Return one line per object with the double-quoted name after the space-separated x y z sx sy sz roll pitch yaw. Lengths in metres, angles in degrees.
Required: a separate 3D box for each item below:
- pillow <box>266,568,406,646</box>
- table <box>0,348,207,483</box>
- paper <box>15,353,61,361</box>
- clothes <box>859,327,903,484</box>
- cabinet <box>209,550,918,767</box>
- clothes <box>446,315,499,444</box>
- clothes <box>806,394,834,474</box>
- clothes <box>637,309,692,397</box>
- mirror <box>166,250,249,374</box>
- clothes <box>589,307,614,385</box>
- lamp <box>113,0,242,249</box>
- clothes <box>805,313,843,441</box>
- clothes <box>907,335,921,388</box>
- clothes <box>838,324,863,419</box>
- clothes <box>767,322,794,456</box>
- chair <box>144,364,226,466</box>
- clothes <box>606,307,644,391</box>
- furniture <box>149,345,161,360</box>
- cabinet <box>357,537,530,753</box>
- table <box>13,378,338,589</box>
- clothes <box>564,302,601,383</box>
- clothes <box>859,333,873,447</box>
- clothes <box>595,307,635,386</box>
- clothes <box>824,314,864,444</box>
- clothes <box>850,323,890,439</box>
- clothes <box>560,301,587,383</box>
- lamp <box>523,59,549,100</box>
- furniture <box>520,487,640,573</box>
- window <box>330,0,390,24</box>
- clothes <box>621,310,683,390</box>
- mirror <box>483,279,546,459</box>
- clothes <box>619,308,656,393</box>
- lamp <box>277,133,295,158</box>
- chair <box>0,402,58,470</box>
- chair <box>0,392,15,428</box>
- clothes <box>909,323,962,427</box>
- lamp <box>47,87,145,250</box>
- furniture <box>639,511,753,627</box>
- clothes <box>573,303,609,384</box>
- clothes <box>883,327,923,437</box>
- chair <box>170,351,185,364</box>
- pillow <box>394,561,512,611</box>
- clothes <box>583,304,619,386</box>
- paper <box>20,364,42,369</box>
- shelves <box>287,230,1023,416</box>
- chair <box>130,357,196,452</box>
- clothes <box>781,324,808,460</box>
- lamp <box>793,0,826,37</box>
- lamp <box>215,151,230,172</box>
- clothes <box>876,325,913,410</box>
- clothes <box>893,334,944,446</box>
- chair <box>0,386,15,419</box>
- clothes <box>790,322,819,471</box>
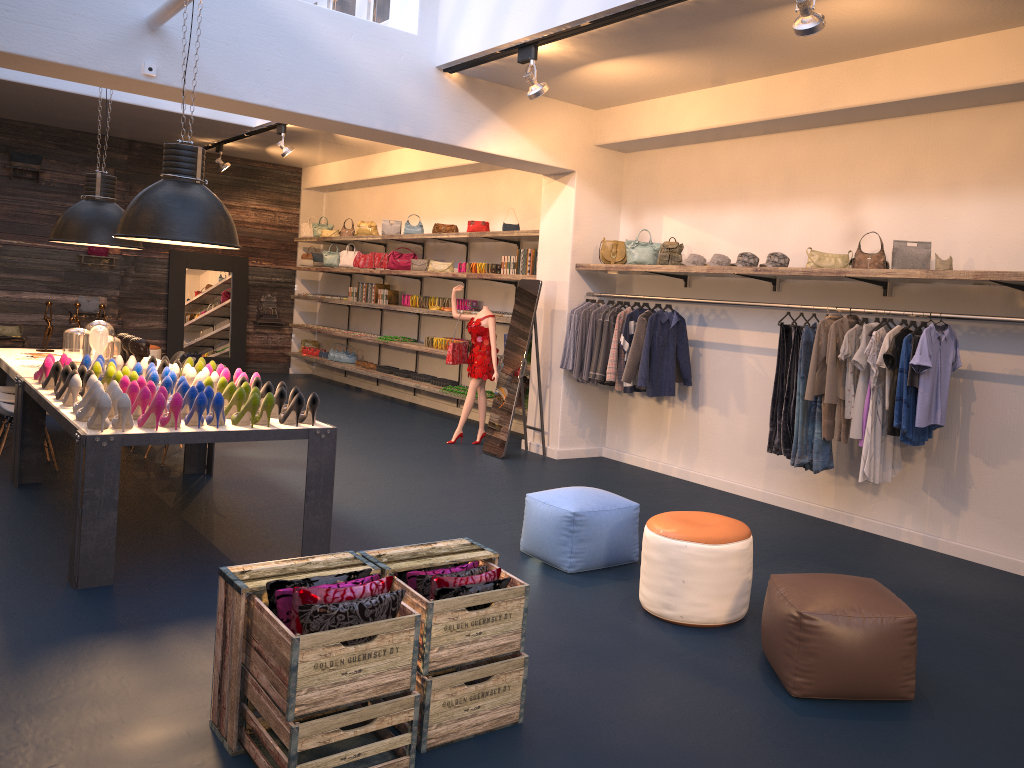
-0.604 0.789 2.843 0.386 0.348 0.402 2 4 -37 "pillow"
-3.603 0.182 7.382 1.337 0.738 2.343 1 6 -37 "table"
-4.042 -0.237 7.465 0.357 0.014 0.674 2 6 -27 "paper"
2.635 0.155 6.108 0.541 1.108 0.120 3 2 -39 "clothes"
0.403 0.976 3.392 2.986 0.547 0.699 2 4 -25 "cabinet"
-0.356 -0.052 9.123 0.321 1.383 0.497 5 2 40 "clothes"
2.334 0.104 6.564 0.222 1.135 0.217 4 1 -30 "clothes"
1.394 -0.280 7.840 0.730 0.795 0.162 2 2 -38 "clothes"
-4.853 -1.126 13.864 1.251 1.915 0.247 3 2 -38 "mirror"
1.018 -0.361 8.326 0.710 0.753 0.118 2 2 -36 "clothes"
-2.001 -1.687 5.347 0.643 1.644 0.757 6 2 44 "lamp"
2.387 -0.052 6.449 0.564 0.946 0.170 3 2 -42 "clothes"
2.782 -0.145 5.874 0.494 0.370 0.127 1 3 -39 "clothes"
2.529 -0.084 6.250 0.594 0.685 0.107 2 2 -39 "clothes"
2.110 0.040 6.798 0.248 1.046 0.136 3 1 -38 "clothes"
-2.718 0.234 7.254 0.589 0.800 0.429 2 3 -43 "chair"
1.156 -0.330 8.164 0.730 0.795 0.162 2 2 -38 "clothes"
-5.454 -0.338 12.668 0.626 0.479 0.536 2 4 -34 "furniture"
-0.254 0.938 3.239 0.509 0.547 0.513 2 4 -37 "cabinet"
-2.223 0.472 5.485 1.337 0.738 2.343 1 6 -37 "table"
0.751 -0.412 8.647 0.586 0.814 0.112 2 2 -38 "clothes"
2.602 0.074 6.149 0.357 0.875 0.085 3 1 -37 "clothes"
1.071 -0.350 8.253 0.710 0.753 0.118 2 2 -36 "clothes"
2.442 -0.040 6.364 0.564 0.946 0.170 3 2 -42 "clothes"
2.576 -0.022 6.186 0.553 0.830 0.130 3 2 -35 "clothes"
0.715 -0.420 8.697 0.586 0.814 0.112 2 2 -38 "clothes"
0.166 -2.323 6.678 0.248 0.327 0.175 4 2 -10 "lamp"
0.424 0.855 5.327 0.702 0.422 0.597 1 5 -38 "furniture"
-2.019 -3.572 5.529 4.856 0.650 10.441 1 7 -36 "window"
1.309 -0.307 7.959 0.761 0.734 0.160 2 3 -39 "clothes"
0.083 -0.171 8.689 0.565 1.763 0.465 3 2 -37 "mirror"
1.213 -0.309 8.081 0.611 0.793 0.114 2 2 -37 "clothes"
-2.817 -2.950 10.787 0.238 0.327 0.183 5 2 6 "lamp"
-3.699 0.228 6.513 0.589 0.800 0.429 2 3 -38 "chair"
-4.058 0.152 7.011 0.584 0.800 0.433 3 2 -30 "chair"
2.852 -0.060 5.814 0.594 0.699 0.114 2 2 -39 "clothes"
-3.473 -1.995 7.367 0.706 1.644 0.695 4 2 -1 "lamp"
0.964 0.943 4.541 0.626 0.479 0.536 2 4 -34 "furniture"
0.858 -0.404 8.567 0.572 0.800 0.174 2 2 -42 "clothes"
2.723 -0.016 5.979 0.607 0.750 0.128 2 2 -36 "clothes"
-3.445 0.082 8.251 0.588 0.800 0.430 3 3 -36 "chair"
-0.256 0.814 3.233 0.334 0.318 0.423 2 5 -37 "pillow"
0.945 -0.386 8.447 0.572 0.800 0.174 2 2 -42 "clothes"
-3.565 -0.152 6.965 0.331 0.014 0.731 5 5 6 "paper"
-2.464 -0.417 5.883 9.356 2.221 15.537 1 7 -37 "shelves"
-3.140 0.157 7.715 0.589 0.800 0.429 2 3 -38 "chair"
2.206 0.062 6.692 0.248 1.046 0.136 3 1 -38 "clothes"
1.616 -2.019 4.691 0.178 0.327 0.245 5 3 9 "lamp"
-4.257 -3.252 12.767 0.238 0.327 0.183 5 2 6 "lamp"
2.702 -0.114 6.027 0.564 0.585 0.072 2 2 -38 "clothes"
2.785 0.042 5.908 0.528 0.768 0.115 2 2 -39 "clothes"
-4.460 0.075 7.486 0.589 0.800 0.429 2 3 -38 "chair"
2.230 0.095 6.563 0.145 1.135 0.248 5 1 34 "clothes"
